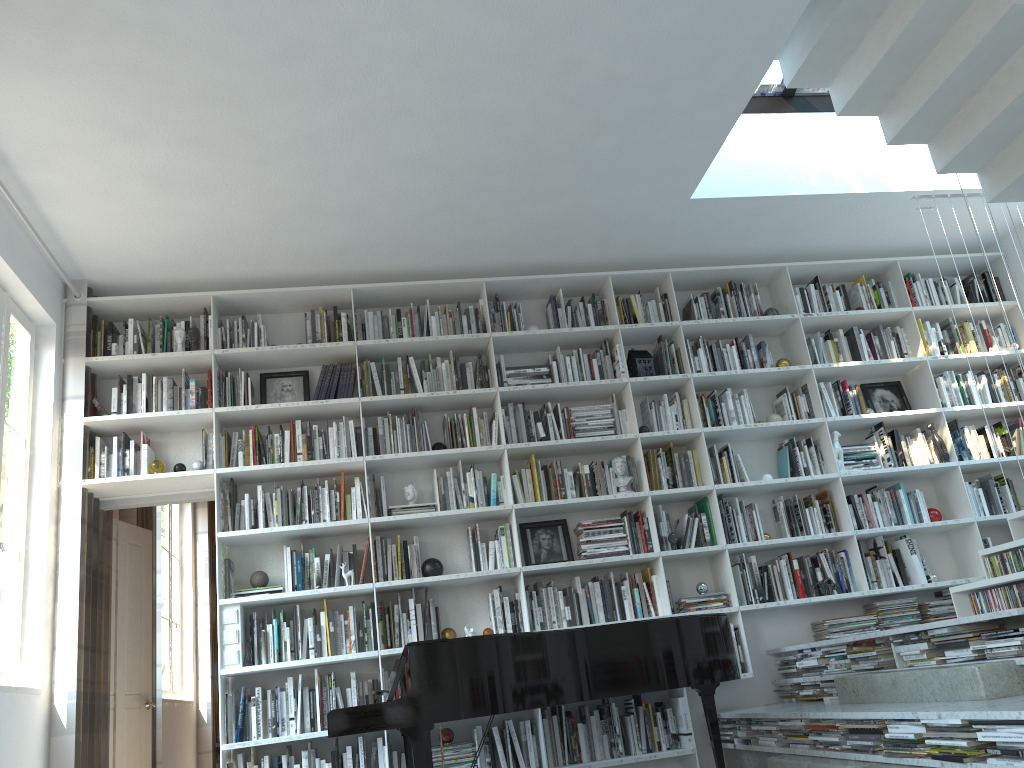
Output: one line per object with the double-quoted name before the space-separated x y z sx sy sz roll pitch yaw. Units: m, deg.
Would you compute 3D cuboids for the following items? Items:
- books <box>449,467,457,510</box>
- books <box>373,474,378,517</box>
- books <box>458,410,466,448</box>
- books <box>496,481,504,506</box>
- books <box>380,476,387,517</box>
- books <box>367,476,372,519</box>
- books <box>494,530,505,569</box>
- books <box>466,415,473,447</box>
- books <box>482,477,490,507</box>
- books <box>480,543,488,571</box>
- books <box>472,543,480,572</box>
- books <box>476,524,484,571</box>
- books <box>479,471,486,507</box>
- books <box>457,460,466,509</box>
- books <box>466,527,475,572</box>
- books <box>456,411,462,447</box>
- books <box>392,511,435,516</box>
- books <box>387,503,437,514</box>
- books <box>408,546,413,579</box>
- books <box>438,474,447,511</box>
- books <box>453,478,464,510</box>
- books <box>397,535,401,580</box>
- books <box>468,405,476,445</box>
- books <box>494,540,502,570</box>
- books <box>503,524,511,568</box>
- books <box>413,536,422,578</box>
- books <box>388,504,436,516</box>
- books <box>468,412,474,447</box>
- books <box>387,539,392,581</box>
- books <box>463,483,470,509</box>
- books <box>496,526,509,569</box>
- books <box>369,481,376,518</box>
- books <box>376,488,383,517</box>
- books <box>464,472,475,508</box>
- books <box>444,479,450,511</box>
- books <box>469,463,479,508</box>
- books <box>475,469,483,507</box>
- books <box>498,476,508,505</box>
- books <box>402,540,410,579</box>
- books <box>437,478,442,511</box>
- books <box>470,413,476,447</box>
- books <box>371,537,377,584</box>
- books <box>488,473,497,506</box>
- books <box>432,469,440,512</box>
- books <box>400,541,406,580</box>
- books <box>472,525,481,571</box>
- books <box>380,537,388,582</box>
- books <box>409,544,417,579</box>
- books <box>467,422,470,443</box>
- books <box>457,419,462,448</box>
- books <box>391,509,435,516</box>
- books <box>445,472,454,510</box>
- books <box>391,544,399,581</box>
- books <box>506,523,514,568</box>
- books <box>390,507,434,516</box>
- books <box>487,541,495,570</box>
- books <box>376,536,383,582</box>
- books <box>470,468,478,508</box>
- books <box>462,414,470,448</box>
"books" -0.362 0.667 5.393 0.012 0.285 0.168 -4 -19 -10
"books" -0.823 0.705 5.342 0.011 0.297 0.136 -4 -19 -10
"books" -0.317 0.322 5.548 0.033 0.286 0.156 -4 -19 -10
"books" -0.078 0.703 5.443 0.027 0.180 0.142 -4 -19 -10
"books" -0.770 0.706 5.332 0.021 0.277 0.137 -4 -19 -10
"books" -0.855 0.710 5.323 0.012 0.284 0.160 -4 -19 -10
"books" -0.074 1.013 5.312 0.012 0.243 0.171 -4 -19 -10
"books" -0.266 0.331 5.542 0.017 0.252 0.140 -4 -19 -10
"books" -0.166 0.693 5.439 0.026 0.218 0.150 -4 -19 -10
"books" -0.173 1.057 5.304 0.030 0.182 0.155 -4 -19 -10
"books" -0.221 1.054 5.281 0.025 0.185 0.154 -4 -19 -10
"books" -0.200 1.002 5.312 0.012 0.297 0.166 -4 -19 -10
"books" -0.192 0.677 5.441 0.022 0.255 0.152 -4 -19 -10
"books" -0.307 0.646 5.417 0.010 0.328 0.174 -4 -19 -10
"books" -0.246 1.010 5.298 0.012 0.284 0.160 -4 -19 -10
"books" -0.333 0.325 5.533 0.005 0.274 0.157 -4 -19 -10
"books" -0.598 0.794 5.322 0.254 0.012 0.161 -3 -20 -14
"books" -0.604 0.748 5.337 0.285 0.012 0.160 -3 -20 -14
"books" -0.601 1.071 5.217 0.011 0.207 0.181 -4 -19 -10
"books" -0.425 0.690 5.373 0.030 0.246 0.175 -4 -19 -10
"books" -0.330 0.700 5.404 0.048 0.224 0.150 -4 -19 -10
"books" -0.663 1.038 5.202 0.026 0.273 0.191 -4 -19 -10
"books" -0.247 0.304 5.550 0.006 0.302 0.166 -4 -19 -10
"books" -0.090 1.045 5.309 0.024 0.187 0.173 -4 -19 -10
"books" -0.038 0.994 5.321 0.011 0.278 0.188 -4 -19 -10
"books" -0.560 1.044 5.245 0.028 0.265 0.145 -4 -19 -10
"books" -0.604 0.761 5.337 0.285 0.012 0.160 -5 -20 -8
"books" -0.256 0.324 5.545 0.004 0.264 0.142 -4 -19 -10
"books" -0.720 1.053 5.206 0.036 0.262 0.167 -4 -19 -10
"books" -0.283 0.715 5.412 0.025 0.188 0.140 -4 -19 -10
"books" -0.058 1.003 5.325 0.027 0.268 0.179 -4 -19 -10
"books" -0.835 0.719 5.316 0.024 0.256 0.134 -4 -19 -10
"books" -0.793 0.741 5.322 0.034 0.209 0.137 -4 -19 -10
"books" -0.258 0.680 5.408 0.028 0.246 0.170 -4 -19 -10
"books" -0.401 0.707 5.401 0.024 0.226 0.138 -4 -19 -10
"books" -0.231 0.652 5.421 0.011 0.299 0.179 -4 -19 -10
"books" -0.211 0.670 5.418 0.023 0.259 0.171 -4 -19 -10
"books" -0.054 0.685 5.456 0.026 0.216 0.127 -4 -19 -10
"books" -0.626 1.060 5.239 0.028 0.247 0.143 -4 -19 -10
"books" -0.446 0.705 5.384 0.010 0.231 0.155 -4 -19 -10
"books" -0.250 0.328 5.539 0.006 0.252 0.181 -4 -19 -10
"books" -0.808 1.053 5.205 0.012 0.284 0.160 -4 -19 -10
"books" -0.121 0.678 5.426 0.060 0.226 0.179 -4 -19 -10
"books" -0.458 0.676 5.379 0.012 0.284 0.160 -4 -19 -10
"books" -0.644 1.058 5.219 0.014 0.243 0.153 -4 -19 -10
"books" -0.212 1.007 5.312 0.011 0.290 0.156 -4 -19 -10
"books" -0.752 1.053 5.209 0.026 0.274 0.155 -4 -19 -10
"books" -0.583 1.064 5.219 0.028 0.215 0.176 -4 -19 -10
"books" -0.280 0.344 5.548 0.011 0.235 0.131 -4 -19 -10
"books" -0.332 0.346 5.503 0.006 0.215 0.182 -4 -19 -10
"books" -0.600 0.782 5.324 0.254 0.012 0.161 -2 -20 -15
"books" -0.379 0.681 5.398 0.022 0.266 0.152 -4 -19 -10
"books" -0.688 1.069 5.209 0.025 0.227 0.153 -4 -19 -10
"books" -0.023 0.992 5.327 0.021 0.280 0.162 -4 -19 -10
"books" -0.602 0.772 5.331 0.254 0.012 0.161 -3 -20 -13
"books" -0.129 1.046 5.298 0.057 0.188 0.156 -4 -19 -10
"books" -0.777 1.048 5.202 0.025 0.283 0.146 -4 -19 -10
"books" -0.239 0.666 5.405 0.012 0.264 0.193 -4 -19 -10
"books" -0.287 0.329 5.514 0.013 0.243 0.189 -4 -19 -10
